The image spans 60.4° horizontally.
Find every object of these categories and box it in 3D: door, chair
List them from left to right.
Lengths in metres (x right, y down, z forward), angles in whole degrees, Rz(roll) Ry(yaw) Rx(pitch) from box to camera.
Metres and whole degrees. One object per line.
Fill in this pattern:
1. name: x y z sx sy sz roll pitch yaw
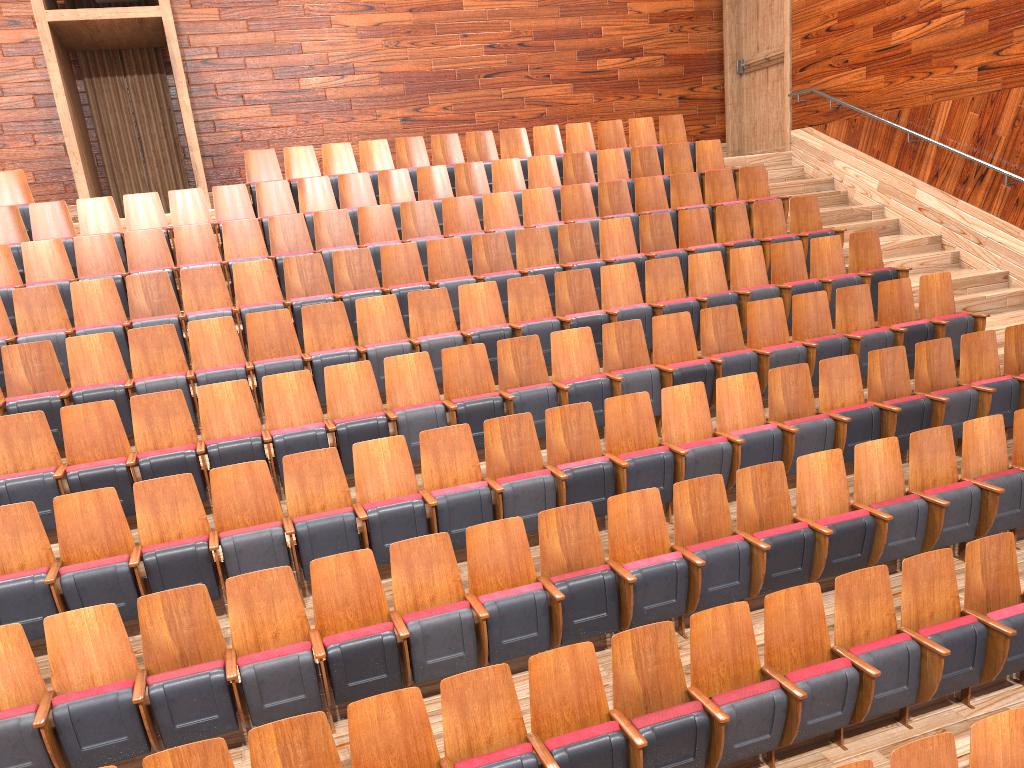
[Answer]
1. chair: -0.216 0.026 0.550 1.175 0.386 0.750 -10 13 -16
2. door: 0.309 -0.406 1.082 0.024 0.248 0.136 -12 17 -17

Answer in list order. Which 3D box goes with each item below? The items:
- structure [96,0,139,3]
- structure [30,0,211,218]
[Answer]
1. structure: -0.367 -0.372 0.806 0.038 0.032 0.040 -10 14 -17
2. structure: -0.392 -0.334 0.868 0.116 0.341 0.140 -11 17 -17
